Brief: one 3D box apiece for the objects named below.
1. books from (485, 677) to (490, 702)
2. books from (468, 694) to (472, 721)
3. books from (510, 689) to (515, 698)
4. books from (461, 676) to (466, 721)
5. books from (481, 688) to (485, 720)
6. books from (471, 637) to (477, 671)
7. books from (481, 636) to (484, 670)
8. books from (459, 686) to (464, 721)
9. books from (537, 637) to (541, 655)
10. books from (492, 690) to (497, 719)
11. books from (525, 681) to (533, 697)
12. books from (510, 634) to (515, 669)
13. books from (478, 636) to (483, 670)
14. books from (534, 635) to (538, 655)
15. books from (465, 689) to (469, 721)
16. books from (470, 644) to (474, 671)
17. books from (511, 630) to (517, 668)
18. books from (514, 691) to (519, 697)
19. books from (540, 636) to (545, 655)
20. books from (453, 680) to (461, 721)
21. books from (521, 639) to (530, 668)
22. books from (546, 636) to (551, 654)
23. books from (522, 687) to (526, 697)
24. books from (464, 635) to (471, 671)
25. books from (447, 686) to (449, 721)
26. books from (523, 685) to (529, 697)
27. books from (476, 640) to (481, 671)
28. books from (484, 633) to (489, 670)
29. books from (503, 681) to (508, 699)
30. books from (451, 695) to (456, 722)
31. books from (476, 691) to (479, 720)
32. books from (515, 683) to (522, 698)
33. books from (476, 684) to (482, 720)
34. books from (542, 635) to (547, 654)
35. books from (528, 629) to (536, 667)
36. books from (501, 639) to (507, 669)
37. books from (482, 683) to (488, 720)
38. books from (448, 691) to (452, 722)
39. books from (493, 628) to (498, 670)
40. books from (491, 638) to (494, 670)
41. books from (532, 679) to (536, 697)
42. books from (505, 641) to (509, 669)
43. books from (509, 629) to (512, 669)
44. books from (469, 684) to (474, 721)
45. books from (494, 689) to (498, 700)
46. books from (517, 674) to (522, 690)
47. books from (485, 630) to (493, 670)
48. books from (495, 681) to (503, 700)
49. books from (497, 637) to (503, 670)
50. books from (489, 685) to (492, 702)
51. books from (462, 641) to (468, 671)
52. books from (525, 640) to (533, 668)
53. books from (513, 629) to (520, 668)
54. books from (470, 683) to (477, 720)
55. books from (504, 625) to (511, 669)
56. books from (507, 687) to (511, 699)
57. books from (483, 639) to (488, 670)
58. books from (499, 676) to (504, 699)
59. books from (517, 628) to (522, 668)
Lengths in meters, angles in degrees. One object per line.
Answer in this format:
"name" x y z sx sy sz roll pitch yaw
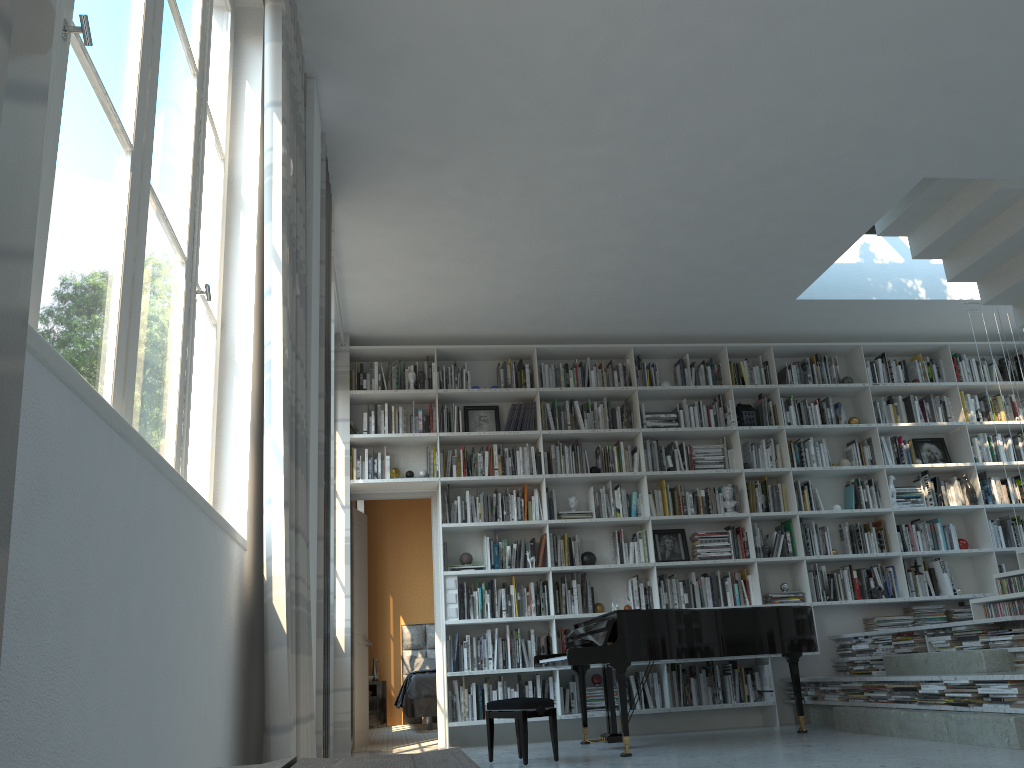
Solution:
"books" -0.183 2.385 6.736 0.013 0.299 0.184 -1 -18 -8
"books" -0.326 2.446 6.710 0.022 0.185 0.146 -1 -18 -8
"books" -0.004 2.427 6.746 0.028 0.205 0.171 -1 -18 -8
"books" -0.367 2.383 6.724 0.011 0.317 0.158 -1 -18 -8
"books" -0.226 2.427 6.726 0.022 0.220 0.164 -1 -18 -8
"books" -0.293 2.089 6.848 0.022 0.247 0.134 -1 -18 -8
"books" -0.233 2.074 6.822 0.010 0.251 0.178 -1 -18 -8
"books" -0.383 2.418 6.713 0.024 0.245 0.143 -1 -18 -8
"books" 0.196 2.092 6.913 0.030 0.226 0.140 -1 -18 -8
"books" -0.136 2.430 6.723 0.030 0.201 0.168 -1 -18 -8
"books" 0.133 2.404 6.780 0.027 0.255 0.179 -1 -18 -8
"books" -0.004 2.080 6.883 0.029 0.253 0.153 -1 -18 -8
"books" -0.245 2.074 6.826 0.013 0.256 0.190 -1 -18 -8
"books" 0.180 2.075 6.879 0.011 0.239 0.175 -1 -18 -8
"books" -0.348 2.425 6.707 0.022 0.225 0.155 -1 -18 -8
"books" -0.314 2.111 6.833 0.025 0.199 0.137 -1 -18 -8
"books" 0.016 2.066 6.893 0.013 0.283 0.139 -1 -18 -8
"books" 0.027 2.434 6.741 0.031 0.187 0.190 -1 -18 -8
"books" 0.228 2.078 6.877 0.023 0.227 0.191 -1 -18 -8
"books" -0.417 2.394 6.709 0.044 0.292 0.182 -1 -18 -8
"books" 0.090 2.093 6.879 0.059 0.215 0.178 -1 -18 -8
"books" 0.276 2.084 6.910 0.030 0.230 0.151 -1 -18 -8
"books" 0.086 2.430 6.781 0.024 0.213 0.137 -1 -18 -8
"books" -0.340 2.073 6.819 0.029 0.265 0.172 -1 -18 -8
"books" -0.490 2.417 6.703 0.012 0.253 0.161 -1 -18 -8
"books" 0.110 2.421 6.775 0.022 0.224 0.141 -1 -18 -8
"books" -0.264 2.089 6.816 0.028 0.222 0.189 -1 -18 -8
"books" -0.198 2.074 6.861 0.013 0.272 0.146 -1 -18 -8
"books" -0.053 2.400 6.749 0.025 0.265 0.160 -1 -18 -8
"books" -0.442 2.438 6.675 0.029 0.190 0.177 -1 -18 -8
"books" -0.270 2.436 6.724 0.022 0.205 0.159 -1 -18 -8
"books" 0.053 2.407 6.753 0.023 0.243 0.188 -1 -18 -8
"books" -0.250 2.415 6.738 0.022 0.251 0.140 -1 -18 -8
"books" 0.247 2.085 6.915 0.026 0.235 0.141 -1 -18 -8
"books" 0.157 2.061 6.909 0.025 0.287 0.131 -1 -18 -8
"books" -0.069 2.093 6.864 0.028 0.224 0.134 -1 -18 -8
"books" -0.203 2.411 6.740 0.027 0.255 0.161 -1 -18 -8
"books" -0.471 2.435 6.700 0.023 0.215 0.159 -1 -18 -8
"books" -0.132 2.049 6.852 0.039 0.306 0.173 -1 -18 -8
"books" -0.158 2.091 6.856 0.012 0.232 0.149 -1 -18 -8
"books" 0.163 2.408 6.808 0.040 0.263 0.138 -1 -18 -8
"books" -0.048 2.100 6.865 0.013 0.208 0.155 -1 -18 -8
"books" -0.023 2.055 6.870 0.012 0.294 0.177 -1 -18 -8
"books" -0.309 2.404 6.706 0.013 0.260 0.174 -1 -18 -8
"books" -0.118 2.435 6.756 0.014 0.210 0.146 -1 -18 -8
"books" 0.064 2.385 6.794 0.013 0.309 0.131 -1 -18 -8
"books" -0.179 2.059 6.861 0.027 0.298 0.143 -1 -18 -8
"books" -0.094 2.401 6.743 0.031 0.265 0.187 -1 -18 -8
"books" -0.099 2.088 6.866 0.031 0.238 0.132 -1 -18 -8
"books" -0.166 2.417 6.750 0.022 0.245 0.135 -1 -18 -8
"books" -0.364 2.093 6.803 0.022 0.220 0.188 -1 -18 -8
"books" 0.131 2.104 6.900 0.030 0.202 0.142 -1 -18 -8
"books" 0.034 2.059 6.885 0.022 0.289 0.138 -1 -18 -8
"books" -0.292 2.403 6.715 0.023 0.265 0.177 -1 -18 -8
"books" -0.035 2.038 6.864 0.014 0.324 0.171 -1 -18 -8
"books" -0.029 2.422 6.745 0.021 0.217 0.191 -1 -18 -8
"books" -0.215 2.089 6.834 0.028 0.228 0.158 -1 -18 -8
"books" -0.076 2.388 6.769 0.014 0.303 0.140 -1 -18 -8
"books" 0.052 2.052 6.884 0.013 0.300 0.173 -1 -18 -8
